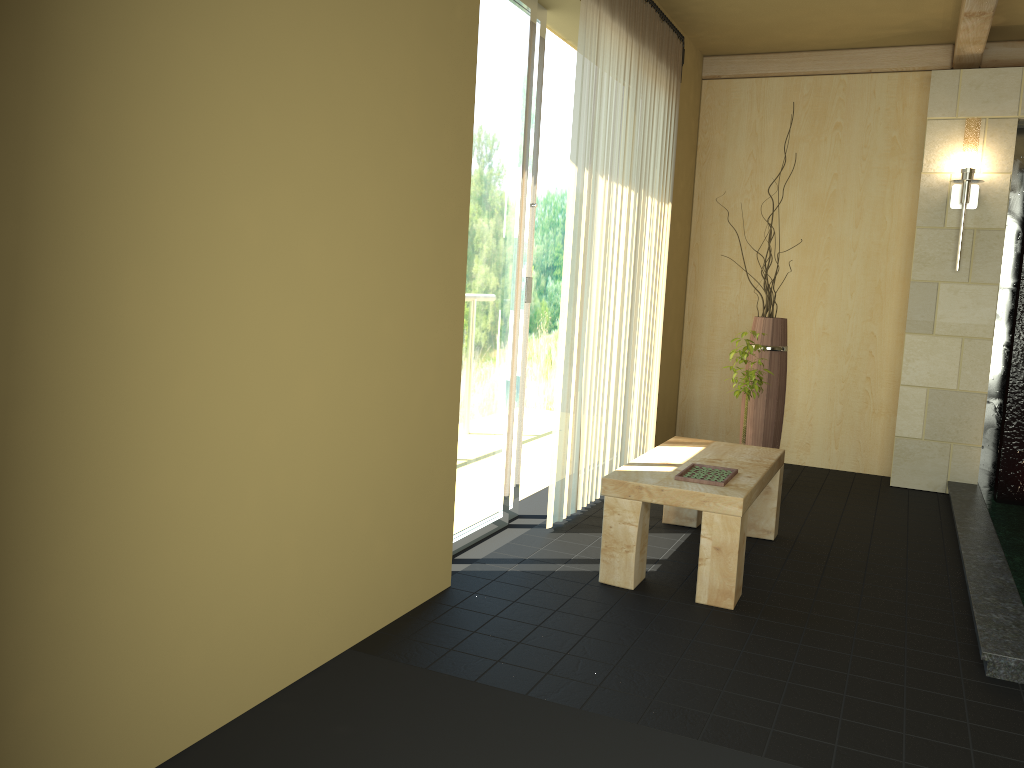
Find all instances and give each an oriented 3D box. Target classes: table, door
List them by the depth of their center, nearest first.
[{"bbox_3d":[-0.115,-0.473,3.614,0.063,2.329,1.038,6,6,22],"label":"door"},{"bbox_3d":[0.784,0.521,3.695,0.513,0.399,1.126,6,7,24],"label":"table"}]

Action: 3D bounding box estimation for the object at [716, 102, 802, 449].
[{"bbox_3d":[1.398,-0.496,5.082,0.468,2.177,0.463,2,6,-16],"label":"object"}]

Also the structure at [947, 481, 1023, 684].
[{"bbox_3d":[3.071,0.934,4.001,1.973,0.635,3.804,6,7,24],"label":"structure"}]

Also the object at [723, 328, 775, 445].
[{"bbox_3d":[1.225,0.161,4.706,0.242,0.928,0.267,0,7,-28],"label":"object"}]

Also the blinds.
[{"bbox_3d":[0.605,-0.715,4.647,0.064,2.576,1.946,6,7,23],"label":"blinds"}]

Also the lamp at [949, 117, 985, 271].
[{"bbox_3d":[2.537,-1.054,4.960,0.176,0.836,0.188,6,6,24],"label":"lamp"}]

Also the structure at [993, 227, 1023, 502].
[{"bbox_3d":[3.114,-0.216,4.931,0.641,2.064,0.094,6,6,24],"label":"structure"}]

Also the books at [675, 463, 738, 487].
[{"bbox_3d":[0.748,0.346,3.394,0.182,0.014,0.294,6,7,24],"label":"books"}]
